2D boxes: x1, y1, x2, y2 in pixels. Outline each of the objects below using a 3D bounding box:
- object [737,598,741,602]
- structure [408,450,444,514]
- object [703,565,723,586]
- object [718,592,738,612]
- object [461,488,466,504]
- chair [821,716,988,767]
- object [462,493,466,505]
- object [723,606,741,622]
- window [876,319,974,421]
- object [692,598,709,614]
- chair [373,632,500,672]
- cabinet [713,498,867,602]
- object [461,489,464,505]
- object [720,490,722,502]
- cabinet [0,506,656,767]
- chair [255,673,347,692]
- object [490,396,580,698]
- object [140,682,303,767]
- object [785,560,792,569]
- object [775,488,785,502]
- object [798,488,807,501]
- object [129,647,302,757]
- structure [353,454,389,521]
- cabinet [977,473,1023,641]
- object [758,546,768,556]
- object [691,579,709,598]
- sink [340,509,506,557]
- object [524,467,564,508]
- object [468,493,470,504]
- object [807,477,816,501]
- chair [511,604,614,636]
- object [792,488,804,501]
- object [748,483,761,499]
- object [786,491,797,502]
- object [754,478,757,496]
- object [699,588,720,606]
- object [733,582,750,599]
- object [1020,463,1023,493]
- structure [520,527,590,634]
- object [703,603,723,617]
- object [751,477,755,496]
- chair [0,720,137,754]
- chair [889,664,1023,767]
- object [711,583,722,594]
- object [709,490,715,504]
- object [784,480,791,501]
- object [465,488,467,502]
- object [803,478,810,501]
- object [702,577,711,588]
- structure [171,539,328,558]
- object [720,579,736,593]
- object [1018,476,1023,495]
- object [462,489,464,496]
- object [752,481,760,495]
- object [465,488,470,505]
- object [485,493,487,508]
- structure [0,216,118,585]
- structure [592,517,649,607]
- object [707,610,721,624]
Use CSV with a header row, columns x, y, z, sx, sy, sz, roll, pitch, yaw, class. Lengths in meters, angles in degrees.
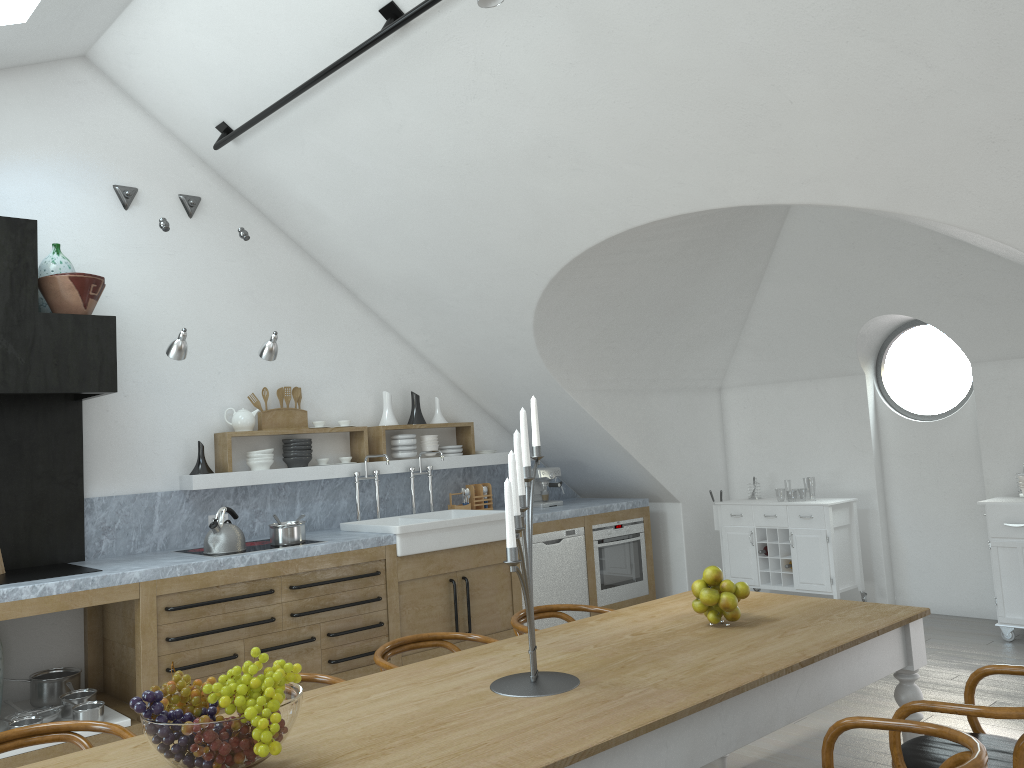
x,y,z,sx,sy,sz,roll,pitch,yaw,class
0.809,0.778,3.271,0.076,0.077,0.076,-5,-5,14,object
-0.595,0.772,6.735,0.332,0.531,0.214,-6,-6,28,structure
0.736,0.701,3.243,0.072,0.074,0.072,1,-6,-42,object
0.772,0.779,3.170,0.071,0.072,0.070,-5,-5,12,object
-0.389,0.939,7.165,0.040,0.193,0.042,-3,-5,-5,object
0.861,1.241,2.177,0.620,0.737,0.527,-8,-7,43,chair
-0.383,0.948,7.119,0.019,0.179,0.044,-5,-5,13,object
0.798,0.830,3.217,0.064,0.064,0.063,-1,-5,-31,object
3.255,-0.111,6.947,0.060,0.902,0.898,1,-7,-42,window
0.685,0.806,3.223,0.059,0.056,0.059,-8,-6,42,object
-0.229,1.392,3.444,0.527,0.737,0.620,0,-6,-39,chair
2.186,1.333,7.101,0.496,0.791,1.132,1,-6,-42,cabinet
-0.392,0.941,7.138,0.019,0.196,0.022,-7,-7,36,object
1.756,1.024,7.435,0.029,0.269,0.088,-2,-5,-16,object
-1.494,1.588,5.612,6.427,1.025,1.001,0,-6,-42,cabinet
-0.727,1.389,2.911,0.620,0.737,0.527,-8,-7,44,chair
0.067,0.450,2.708,0.265,0.877,0.773,-6,-5,22,object
-0.665,0.813,2.055,0.359,0.160,0.359,-6,-5,28,object
2.235,1.416,6.960,0.317,0.083,0.081,0,-6,-43,object
2.132,0.885,7.039,0.082,0.105,0.081,-1,-6,-29,object
2.288,0.875,6.973,0.071,0.099,0.071,-2,-5,-19,object
-0.663,0.748,2.032,0.393,0.285,0.292,-4,-5,12,object
-0.957,0.773,6.407,0.332,0.531,0.214,-6,-6,28,structure
3.748,1.074,5.673,0.609,1.157,1.239,1,-6,-42,cabinet
2.068,1.332,7.091,0.317,0.085,0.081,0,-6,-42,object
0.691,0.752,3.251,0.066,0.071,0.072,-5,-5,17,object
-0.596,1.048,6.311,1.020,0.202,0.725,0,-5,-42,sink
0.280,0.860,7.371,0.324,0.321,0.386,1,-6,-42,object
-0.352,0.948,7.142,0.044,0.179,0.019,-7,-6,32,object
2.355,0.825,6.959,0.063,0.187,0.063,-7,-6,33,object
0.313,1.390,3.923,0.620,0.737,0.527,-8,-7,44,chair
2.282,0.883,7.064,0.094,0.094,0.093,-7,-6,35,object
2.045,0.907,7.482,0.067,0.138,0.101,1,-7,-42,object
2.212,0.888,7.005,0.077,0.085,0.077,-7,-6,35,object
2.051,0.872,7.462,0.024,0.165,0.039,-1,-6,-30,object
0.709,0.764,3.179,0.071,0.064,0.072,-7,-6,41,object
0.834,0.750,3.223,0.063,0.064,0.062,-4,-5,10,object
3.568,0.655,6.144,0.065,0.209,0.115,1,-7,-40,object
0.134,1.554,6.877,0.724,0.825,0.597,1,-6,-42,structure
0.743,0.830,3.268,0.080,0.074,0.078,-4,-5,3,object
2.040,0.873,7.496,0.054,0.175,0.039,1,-7,-42,object
-1.304,1.396,2.468,0.527,0.737,0.620,1,-6,-42,chair
1.441,1.233,2.612,0.527,0.737,0.620,0,-6,-39,chair
0.762,0.750,3.271,0.053,0.051,0.052,-5,-5,19,object
1.719,1.029,7.475,0.088,0.269,0.029,-6,-6,21,object
2.205,0.851,7.074,0.048,0.170,0.048,-7,-6,35,object
-0.369,0.940,7.142,0.023,0.196,0.018,-9,-7,42,object
2.340,0.834,7.020,0.054,0.179,0.054,-6,-6,25,object
0.743,0.738,3.320,0.062,0.060,0.062,0,-6,-42,object
-1.632,1.031,5.509,0.737,0.041,0.646,0,-5,-42,structure
0.779,0.736,3.206,0.053,0.057,0.058,-1,-5,-28,object
3.471,0.691,5.915,0.158,0.160,0.153,-2,-5,-14,object
-0.389,0.941,7.148,0.018,0.197,0.020,0,-6,-33,object
2.051,0.887,7.488,0.029,0.137,0.097,1,-7,-39,object
-0.356,0.935,7.129,0.040,0.193,0.042,-3,-5,-6,object
-0.213,0.940,7.301,0.018,0.197,0.020,-2,-6,-20,object
-2.808,0.092,4.800,1.075,1.890,0.778,1,-7,-42,structure
0.690,1.457,7.391,0.632,0.638,0.629,1,-6,-42,structure
0.730,0.841,3.201,0.051,0.050,0.049,0,-6,-39,object
